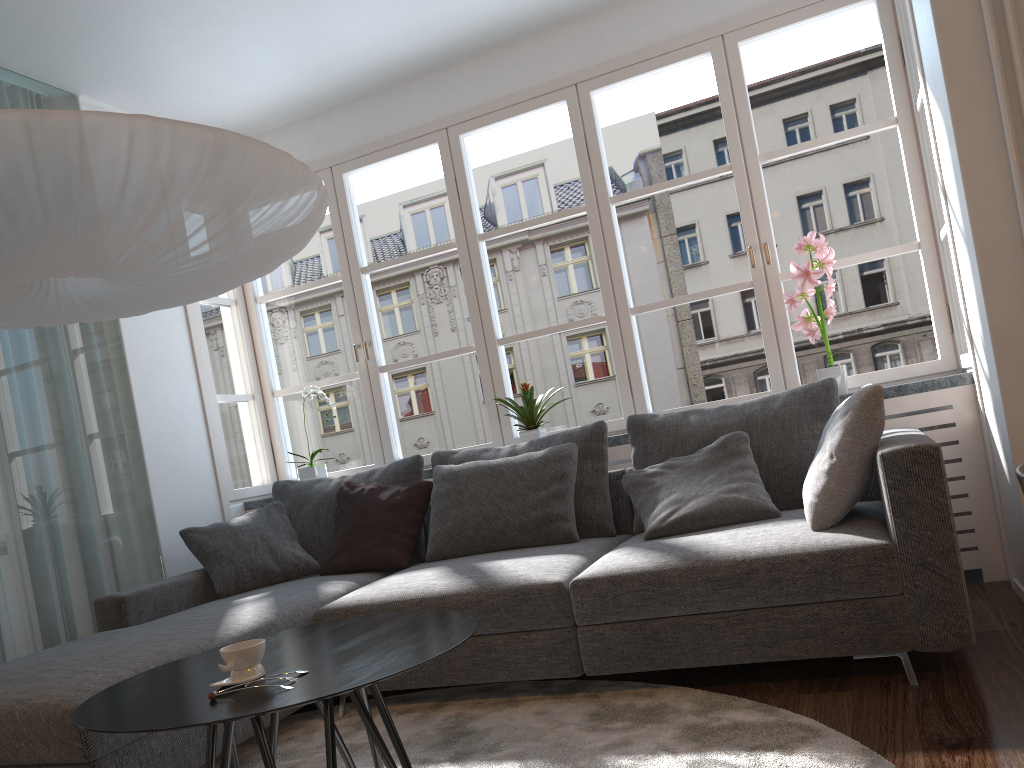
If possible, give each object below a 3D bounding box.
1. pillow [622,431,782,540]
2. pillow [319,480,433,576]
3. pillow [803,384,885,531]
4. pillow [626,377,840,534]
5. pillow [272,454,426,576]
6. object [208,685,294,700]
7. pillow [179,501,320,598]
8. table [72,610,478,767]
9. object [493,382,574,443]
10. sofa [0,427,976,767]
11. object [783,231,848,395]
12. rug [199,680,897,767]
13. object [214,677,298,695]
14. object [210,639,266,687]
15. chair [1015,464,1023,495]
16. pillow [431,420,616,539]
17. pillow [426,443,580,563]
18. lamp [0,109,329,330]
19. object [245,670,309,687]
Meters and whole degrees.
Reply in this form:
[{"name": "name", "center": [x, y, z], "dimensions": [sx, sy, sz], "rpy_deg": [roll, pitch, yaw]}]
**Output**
[{"name": "pillow", "center": [0.666, 0.367, 3.232], "dimensions": [0.492, 0.321, 0.444], "rpy_deg": [-10, -3, 3]}, {"name": "pillow", "center": [-0.598, 0.604, 3.831], "dimensions": [0.524, 0.403, 0.310], "rpy_deg": [-11, -2, 23]}, {"name": "pillow", "center": [1.061, 0.225, 2.834], "dimensions": [0.288, 0.414, 0.493], "rpy_deg": [-11, -2, 20]}, {"name": "pillow", "center": [0.853, 0.286, 3.411], "dimensions": [0.840, 0.476, 0.274], "rpy_deg": [-12, -1, 22]}, {"name": "pillow", "center": [-0.779, 0.630, 4.070], "dimensions": [0.840, 0.478, 0.274], "rpy_deg": [-12, -1, 22]}, {"name": "object", "center": [-0.490, 0.574, 1.654], "dimensions": [0.168, 0.015, 0.015], "rpy_deg": [-11, -2, 9]}, {"name": "pillow", "center": [-1.157, 0.724, 3.902], "dimensions": [0.512, 0.359, 0.349], "rpy_deg": [-9, -2, -29]}, {"name": "table", "center": [-0.450, 0.834, 1.928], "dimensions": [0.851, 0.472, 0.844], "rpy_deg": [-12, -3, 23]}, {"name": "object", "center": [0.108, 0.146, 4.183], "dimensions": [0.376, 0.328, 0.323], "rpy_deg": [-10, -2, -4]}, {"name": "sofa", "center": [-0.193, 0.760, 2.927], "dimensions": [3.082, 0.671, 2.034], "rpy_deg": [-12, -4, 21]}, {"name": "object", "center": [1.279, -0.285, 3.709], "dimensions": [0.201, 0.690, 0.297], "rpy_deg": [-10, 0, 0]}, {"name": "rug", "center": [-0.562, 1.086, 1.887], "dimensions": [2.838, 0.012, 2.843], "rpy_deg": [-10, -4, 1]}, {"name": "object", "center": [-0.494, 0.577, 1.697], "dimensions": [0.163, 0.016, 0.025], "rpy_deg": [-10, -3, -3]}, {"name": "object", "center": [-0.558, 0.568, 1.788], "dimensions": [0.092, 0.069, 0.138], "rpy_deg": [-12, -4, 33]}, {"name": "chair", "center": [1.031, 0.411, 1.182], "dimensions": [0.522, 0.670, 0.591], "rpy_deg": [-11, -2, 20]}, {"name": "pillow", "center": [0.021, 0.460, 3.759], "dimensions": [0.843, 0.474, 0.276], "rpy_deg": [-12, -1, 22]}, {"name": "pillow", "center": [-0.039, 0.488, 3.631], "dimensions": [0.670, 0.397, 0.291], "rpy_deg": [-11, -2, 21]}, {"name": "lamp", "center": [-1.214, -0.330, 2.349], "dimensions": [1.461, 0.210, 1.482], "rpy_deg": [-8, -5, -32]}, {"name": "object", "center": [-0.465, 0.578, 1.747], "dimensions": [0.124, 0.010, 0.026], "rpy_deg": [-9, -4, -12]}]
